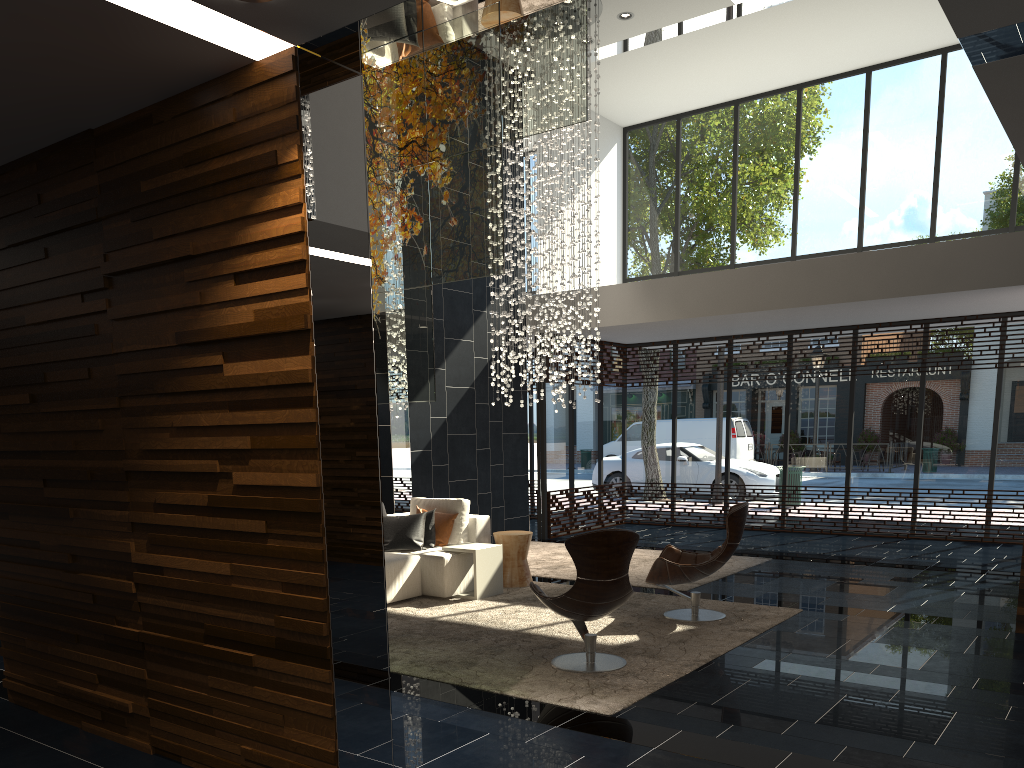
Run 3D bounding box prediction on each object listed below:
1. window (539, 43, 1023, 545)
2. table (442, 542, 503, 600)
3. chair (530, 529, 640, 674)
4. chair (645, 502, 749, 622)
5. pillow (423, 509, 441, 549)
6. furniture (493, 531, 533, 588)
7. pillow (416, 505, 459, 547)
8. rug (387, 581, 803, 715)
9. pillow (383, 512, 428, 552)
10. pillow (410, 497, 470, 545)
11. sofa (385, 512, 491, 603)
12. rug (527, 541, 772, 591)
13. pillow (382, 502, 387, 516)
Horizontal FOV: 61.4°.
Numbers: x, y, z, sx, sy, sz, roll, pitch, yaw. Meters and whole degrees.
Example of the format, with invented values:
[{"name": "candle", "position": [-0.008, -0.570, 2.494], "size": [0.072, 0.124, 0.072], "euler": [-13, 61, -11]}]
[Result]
[{"name": "window", "position": [3.535, -0.968, 10.757], "size": [6.113, 6.177, 2.299], "euler": [1, 8, 35]}, {"name": "table", "position": [-0.365, 1.735, 8.024], "size": [0.397, 0.478, 0.393], "euler": [2, 6, 36]}, {"name": "chair", "position": [0.537, 1.347, 5.548], "size": [0.671, 0.953, 0.774], "euler": [-4, 6, -26]}, {"name": "chair", "position": [1.470, 1.405, 6.935], "size": [0.789, 0.954, 0.657], "euler": [-1, 6, 4]}, {"name": "pillow", "position": [-0.940, 1.402, 8.260], "size": [0.554, 0.427, 0.248], "euler": [-1, 7, 4]}, {"name": "furniture", "position": [0.014, 1.729, 8.529], "size": [0.391, 0.534, 0.384], "euler": [-3, 6, -19]}, {"name": "pillow", "position": [-0.789, 1.393, 8.390], "size": [0.518, 0.424, 0.262], "euler": [0, 6, 31]}, {"name": "rug", "position": [-0.914, 1.960, 7.587], "size": [5.882, 0.006, 3.169], "euler": [-3, -4, 36]}, {"name": "pillow", "position": [-1.040, 1.398, 8.110], "size": [0.505, 0.375, 0.292], "euler": [-1, 5, -4]}, {"name": "pillow", "position": [-0.731, 1.359, 8.576], "size": [0.709, 0.470, 0.213], "euler": [0, 7, 37]}, {"name": "sofa", "position": [-1.360, 1.625, 7.765], "size": [1.286, 0.698, 2.812], "euler": [-1, -2, 36]}, {"name": "rug", "position": [0.934, 2.057, 9.992], "size": [3.405, 0.006, 2.304], "euler": [-3, -4, 36]}, {"name": "pillow", "position": [-1.429, 1.352, 8.119], "size": [0.288, 0.446, 0.709], "euler": [4, 3, 37]}]
